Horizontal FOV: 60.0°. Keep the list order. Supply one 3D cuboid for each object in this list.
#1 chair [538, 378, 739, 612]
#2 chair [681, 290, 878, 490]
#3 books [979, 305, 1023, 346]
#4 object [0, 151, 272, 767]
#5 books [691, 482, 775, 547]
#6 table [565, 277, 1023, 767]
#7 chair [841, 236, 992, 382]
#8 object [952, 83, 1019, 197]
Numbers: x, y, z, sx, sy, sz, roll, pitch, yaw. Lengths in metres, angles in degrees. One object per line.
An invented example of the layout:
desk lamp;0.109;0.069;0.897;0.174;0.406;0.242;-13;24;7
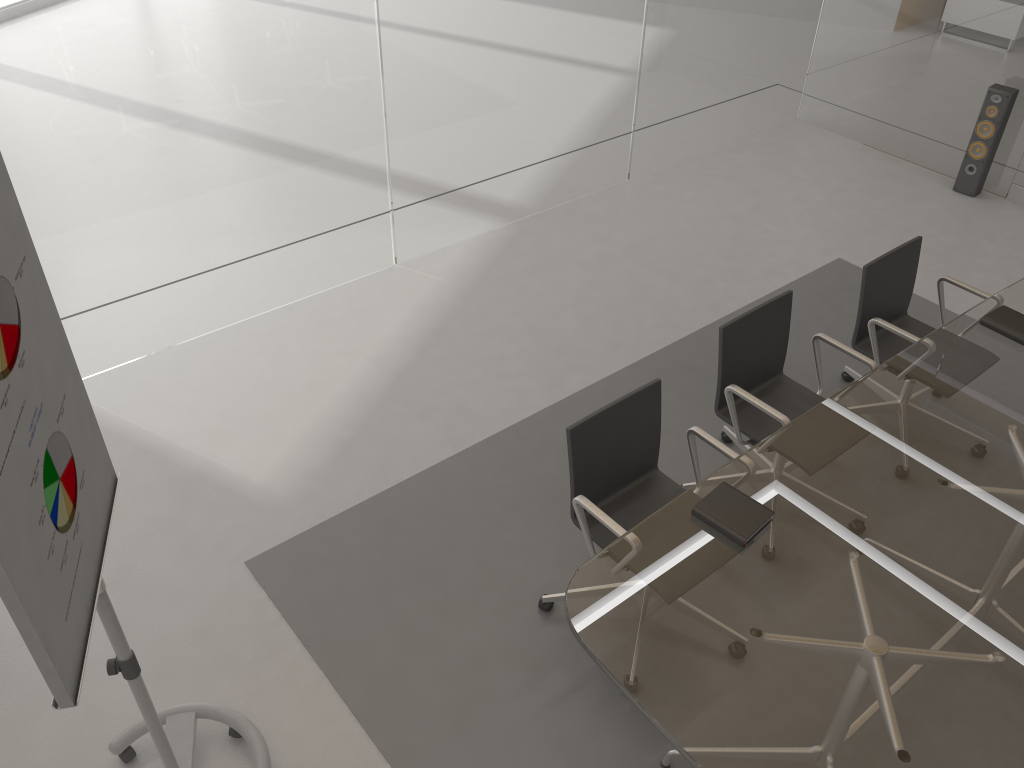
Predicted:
chair;0.521;0.515;2.983;0.710;0.805;0.731;23;43;26
chair;1.113;0.166;3.443;0.710;0.805;0.731;23;43;26
books;1.931;-0.227;3.418;0.164;0.032;0.183;-24;45;-29
object;-0.969;0.432;2.009;0.553;2.088;0.560;25;44;27
books;0.650;0.382;2.609;0.164;0.032;0.183;-31;49;-34
table;1.645;0.605;2.963;3.054;0.721;1.372;-26;46;-30
chair;1.789;-0.107;3.809;0.710;0.805;0.731;23;43;26
object;3.084;-1.580;5.794;0.124;0.706;0.152;-30;48;-33
